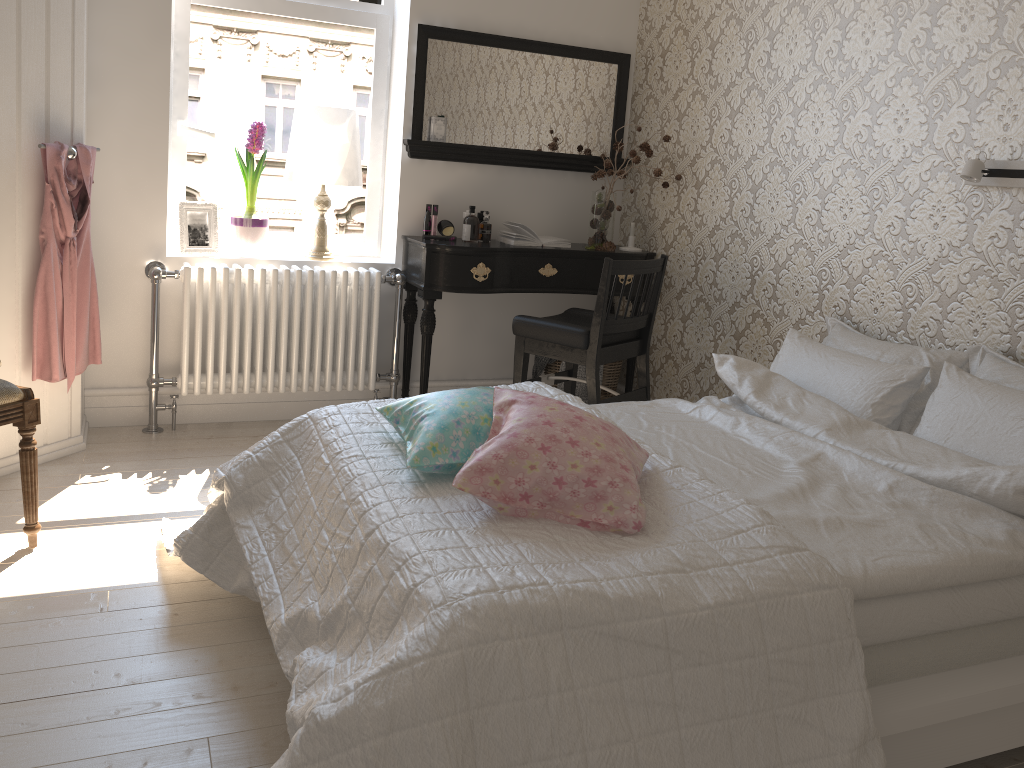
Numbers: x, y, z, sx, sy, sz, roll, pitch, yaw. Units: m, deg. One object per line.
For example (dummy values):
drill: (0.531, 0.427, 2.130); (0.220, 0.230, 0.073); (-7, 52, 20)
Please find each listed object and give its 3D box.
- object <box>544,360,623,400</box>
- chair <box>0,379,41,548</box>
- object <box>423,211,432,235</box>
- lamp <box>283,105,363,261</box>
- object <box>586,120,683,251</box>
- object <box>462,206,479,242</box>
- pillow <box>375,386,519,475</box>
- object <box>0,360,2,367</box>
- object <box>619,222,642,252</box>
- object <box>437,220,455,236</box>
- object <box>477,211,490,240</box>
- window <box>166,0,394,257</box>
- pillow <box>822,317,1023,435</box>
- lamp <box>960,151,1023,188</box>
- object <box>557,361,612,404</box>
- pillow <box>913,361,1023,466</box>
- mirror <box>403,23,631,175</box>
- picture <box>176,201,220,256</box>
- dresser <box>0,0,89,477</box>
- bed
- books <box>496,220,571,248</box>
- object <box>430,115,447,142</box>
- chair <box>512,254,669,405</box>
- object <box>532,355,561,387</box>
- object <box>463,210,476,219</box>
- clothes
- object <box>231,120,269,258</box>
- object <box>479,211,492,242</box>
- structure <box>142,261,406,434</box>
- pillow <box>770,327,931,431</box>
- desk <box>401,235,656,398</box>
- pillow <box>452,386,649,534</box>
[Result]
object: (0.327, -0.037, 4.146); (0.394, 0.426, 0.399); (6, 11, 8)
chair: (-1.620, 0.026, 2.273); (0.540, 0.878, 0.526); (8, 10, 21)
object: (-0.368, -0.695, 3.846); (0.031, 0.118, 0.055); (7, 9, 14)
lamp: (-0.820, -0.865, 3.832); (0.339, 0.643, 0.347); (3, 9, -12)
object: (0.514, -0.870, 3.933); (0.547, 0.591, 0.319); (12, 12, 36)
object: (-0.178, -0.699, 3.852); (0.070, 0.156, 0.071); (-1, 10, -29)
pillow: (-0.096, 0.103, 1.973); (0.362, 0.166, 0.389); (0, 13, -19)
object: (-1.550, -0.130, 2.275); (0.213, 0.244, 0.405); (8, 12, 20)
object: (0.549, -0.674, 4.043); (0.105, 0.129, 0.106); (6, 10, 11)
object: (-0.299, -0.676, 3.862); (0.080, 0.084, 0.084); (7, 11, 16)
object: (-0.132, -0.718, 4.003); (0.058, 0.132, 0.058); (9, 10, 26)
window: (-0.984, -1.453, 3.837); (0.949, 1.758, 0.112); (0, 9, -24)
pillow: (1.180, 0.065, 2.420); (0.310, 0.349, 1.275); (0, 14, -23)
lamp: (1.332, -0.574, 2.357); (0.115, 0.092, 0.330); (0, 14, -23)
object: (0.315, -0.016, 4.104); (0.291, 0.350, 0.354); (7, 11, 15)
pillow: (1.190, 0.159, 2.087); (0.202, 0.304, 0.574); (0, 13, -24)
mirror: (0.065, -1.274, 4.015); (1.117, 0.564, 0.067); (-1, 10, -24)
picture: (-1.292, -0.639, 3.637); (0.177, 0.222, 0.050); (-5, 13, -43)
dresser: (-1.904, -0.990, 2.851); (1.024, 2.548, 0.712); (1, 9, -24)
bed: (0.359, 0.345, 2.118); (2.211, 0.622, 1.987); (-1, 14, -23)
books: (0.097, -0.678, 3.983); (0.278, 0.094, 0.230); (-1, 14, -22)
object: (-0.322, -1.123, 3.875); (0.072, 0.120, 0.037); (1, 9, -19)
chair: (0.301, -0.099, 3.487); (0.462, 0.849, 0.459); (11, 11, 35)
object: (0.261, -0.041, 4.117); (0.367, 0.327, 0.308); (0, 11, -23)
object: (-0.194, -0.710, 3.948); (0.058, 0.132, 0.058); (9, 10, 26)
clothes: (-1.548, -0.403, 3.082); (0.092, 0.864, 0.334); (5, 9, 5)
object: (-1.105, -0.827, 3.736); (0.156, 0.569, 0.159); (-2, 11, -38)
object: (-0.116, -0.697, 3.906); (0.054, 0.137, 0.055); (7, 9, 15)
structure: (-0.968, -0.155, 3.701); (1.067, 0.673, 0.168); (-1, 10, -24)
pillow: (0.951, 0.033, 2.632); (0.204, 0.299, 0.571); (0, 13, -24)
desk: (0.070, -0.219, 3.995); (1.105, 0.812, 0.442); (-1, 10, -24)
pillow: (0.096, 0.148, 1.756); (0.353, 0.199, 0.400); (6, 12, 8)
